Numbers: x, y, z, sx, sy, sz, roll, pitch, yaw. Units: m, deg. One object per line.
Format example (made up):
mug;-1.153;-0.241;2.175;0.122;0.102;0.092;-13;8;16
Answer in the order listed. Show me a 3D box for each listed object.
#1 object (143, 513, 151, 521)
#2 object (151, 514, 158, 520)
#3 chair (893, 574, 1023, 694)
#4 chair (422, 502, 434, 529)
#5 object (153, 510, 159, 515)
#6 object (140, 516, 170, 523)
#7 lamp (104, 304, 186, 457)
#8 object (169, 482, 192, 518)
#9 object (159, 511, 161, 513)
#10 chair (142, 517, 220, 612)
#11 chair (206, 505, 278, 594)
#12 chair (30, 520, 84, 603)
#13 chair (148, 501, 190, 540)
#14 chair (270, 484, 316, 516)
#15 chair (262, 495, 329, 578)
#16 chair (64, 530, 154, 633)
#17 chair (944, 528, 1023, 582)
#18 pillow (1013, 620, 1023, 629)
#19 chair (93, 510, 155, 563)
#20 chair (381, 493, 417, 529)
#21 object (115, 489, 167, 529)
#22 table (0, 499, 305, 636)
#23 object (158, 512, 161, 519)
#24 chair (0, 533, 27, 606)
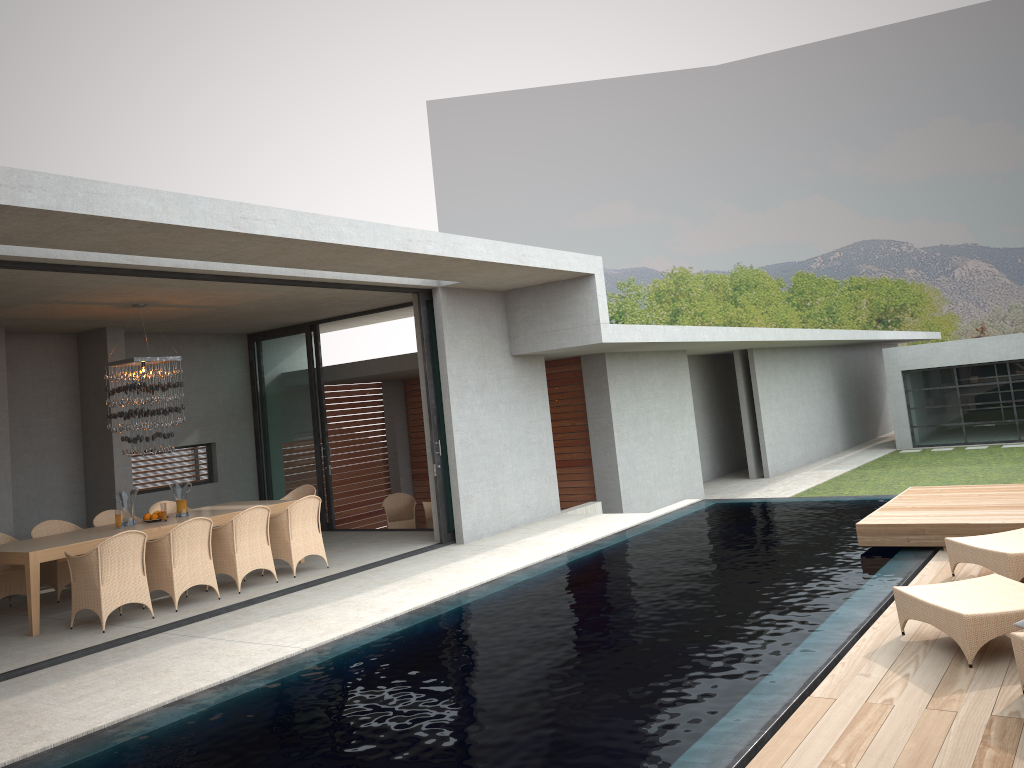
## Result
object;-4.076;1.495;9.884;0.094;0.095;0.095;-8;-4;25
object;-3.991;1.491;9.864;0.081;0.082;0.080;-4;-4;-26
chair;2.849;1.104;4.540;0.701;0.833;2.280;-6;-2;-5
chair;-1.122;2.267;15.061;0.631;0.870;0.612;-4;-5;-25
object;-3.993;1.447;9.917;0.071;0.048;0.071;-6;-3;-5
object;-4.014;1.529;9.946;0.309;0.034;0.308;-6;-1;3
lamp;-4.254;-0.048;10.222;0.614;1.770;0.619;-10;-6;35
object;-3.820;1.336;10.206;0.192;0.390;0.192;-7;-5;17
object;-3.966;1.485;10.014;0.094;0.095;0.094;-7;-4;24
chair;-3.352;1.788;8.936;0.626;0.870;0.617;-9;-5;35
chair;-2.928;1.756;9.541;0.626;0.870;0.617;-9;-5;35
chair;-5.145;1.999;10.155;0.626;0.870;0.617;-9;-5;35
chair;-4.298;1.934;11.366;0.626;0.870;0.617;-9;-5;35
chair;-2.880;1.790;11.565;0.613;0.870;0.630;-9;-5;35
chair;-2.504;1.723;10.147;0.626;0.870;0.617;-9;-5;35
chair;-3.775;1.821;8.331;0.626;0.870;0.617;-9;-5;35
chair;3.852;1.024;5.888;0.701;0.833;2.280;-6;-2;-6
pillow;2.849;1.154;4.198;0.596;0.196;0.589;-6;-2;-9
chair;-4.721;1.966;10.760;0.626;0.870;0.617;-9;-5;35
chair;-1.949;2.361;15.431;0.618;0.870;0.625;-5;-4;-10
object;-4.157;1.364;9.803;0.542;0.389;0.322;-4;-4;-39
table;-4.021;1.928;9.842;1.272;0.762;3.258;-8;-2;35
object;-3.935;1.482;9.927;0.086;0.088;0.086;-8;-4;25
chair;-5.569;2.031;9.550;0.626;0.870;0.617;-9;-5;35
